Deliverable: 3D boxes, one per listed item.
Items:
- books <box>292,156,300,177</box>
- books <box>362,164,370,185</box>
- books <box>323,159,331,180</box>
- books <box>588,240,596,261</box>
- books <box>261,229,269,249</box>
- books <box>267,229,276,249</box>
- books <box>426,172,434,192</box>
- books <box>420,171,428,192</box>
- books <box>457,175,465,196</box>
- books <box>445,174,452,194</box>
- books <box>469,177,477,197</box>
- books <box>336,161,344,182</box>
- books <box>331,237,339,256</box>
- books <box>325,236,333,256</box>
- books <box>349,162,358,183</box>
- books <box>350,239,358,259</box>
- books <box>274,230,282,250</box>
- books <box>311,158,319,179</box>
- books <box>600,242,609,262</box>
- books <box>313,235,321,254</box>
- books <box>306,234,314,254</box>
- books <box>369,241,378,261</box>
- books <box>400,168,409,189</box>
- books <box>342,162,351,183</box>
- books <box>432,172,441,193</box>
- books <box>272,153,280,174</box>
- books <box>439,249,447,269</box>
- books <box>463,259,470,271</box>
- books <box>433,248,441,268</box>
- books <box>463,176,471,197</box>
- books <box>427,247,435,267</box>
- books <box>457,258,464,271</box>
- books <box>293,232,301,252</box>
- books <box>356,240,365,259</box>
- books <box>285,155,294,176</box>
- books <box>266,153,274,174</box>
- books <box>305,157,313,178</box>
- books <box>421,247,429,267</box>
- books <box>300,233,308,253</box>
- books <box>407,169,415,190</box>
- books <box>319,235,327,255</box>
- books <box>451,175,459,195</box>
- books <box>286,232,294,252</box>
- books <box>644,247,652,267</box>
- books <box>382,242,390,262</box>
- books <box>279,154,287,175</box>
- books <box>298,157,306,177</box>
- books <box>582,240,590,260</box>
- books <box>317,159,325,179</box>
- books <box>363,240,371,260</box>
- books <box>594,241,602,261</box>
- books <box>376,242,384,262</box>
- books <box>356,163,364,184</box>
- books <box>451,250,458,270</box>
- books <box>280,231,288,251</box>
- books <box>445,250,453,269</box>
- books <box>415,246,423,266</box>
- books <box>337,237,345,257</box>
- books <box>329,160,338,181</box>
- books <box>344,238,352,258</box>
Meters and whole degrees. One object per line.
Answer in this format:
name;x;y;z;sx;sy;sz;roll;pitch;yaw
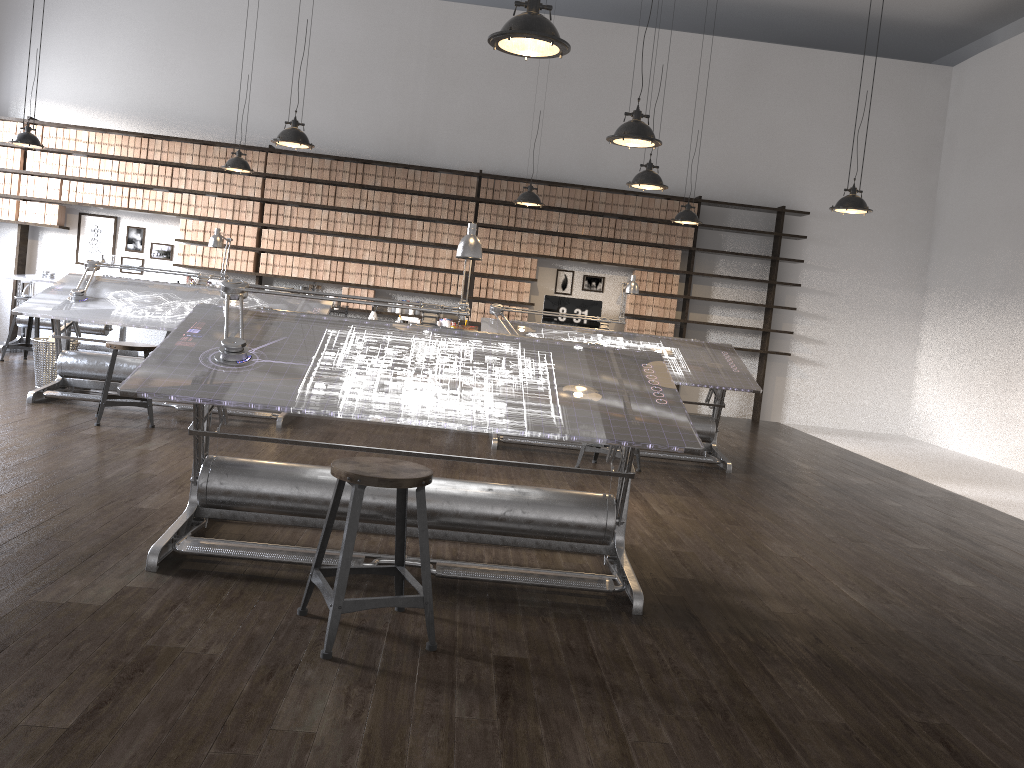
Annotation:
books;-2.372;-2.392;9.783;0.066;0.225;0.175;6;4;-4
books;-1.607;-2.312;9.828;0.066;0.225;0.175;6;4;-4
books;-2.032;-2.356;9.796;0.067;0.225;0.175;6;4;-4
books;0.894;-1.504;10.005;0.066;0.225;0.175;6;4;-4
books;-2.717;-1.596;9.798;0.066;0.225;0.175;6;4;-4
books;-2.645;-1.589;9.799;0.066;0.225;0.175;6;4;-4
books;-0.912;-2.239;9.869;0.066;0.225;0.175;6;4;-4
books;-0.981;-2.247;9.866;0.066;0.225;0.175;6;4;-4
books;-0.574;-2.204;9.890;0.066;0.225;0.175;6;4;-4
books;-0.708;-2.218;9.880;0.066;0.225;0.175;6;4;-4
books;-0.434;-2.189;9.894;0.066;0.225;0.175;6;4;-4
books;-1.895;-2.342;9.810;0.066;0.225;0.175;6;4;-4
books;-1.953;-1.517;9.846;0.066;0.225;0.175;6;4;-4
books;-2.020;-1.523;9.837;0.067;0.225;0.175;6;4;-4
books;-1.755;-2.328;9.819;0.066;0.225;0.175;6;4;-4
books;-1.749;-1.496;9.858;0.066;0.225;0.175;6;4;-4
books;-2.574;-1.581;9.803;0.067;0.225;0.175;6;4;-4
books;-2.161;-2.370;9.792;0.066;0.225;0.175;6;4;-4
books;1.038;-1.489;10.011;0.066;0.225;0.175;6;4;-4
books;-2.157;-1.538;9.835;0.066;0.225;0.175;6;4;-4
books;-2.227;-1.545;9.826;0.066;0.225;0.175;6;4;-4
books;-1.539;-1.473;9.865;0.066;0.225;0.175;6;4;-4
books;-1.194;-2.268;9.846;0.067;0.225;0.175;6;4;-4
books;-1.825;-2.334;9.810;0.066;0.225;0.175;6;4;-4
books;-0.842;-2.232;9.869;0.067;0.225;0.175;6;4;-4
books;-2.585;-2.414;9.763;0.067;0.225;0.175;6;4;-4
books;-0.774;-1.394;9.915;0.066;0.225;0.175;6;4;-4
books;-0.504;-1.365;9.928;0.067;0.225;0.175;6;4;-4
books;-0.837;-1.400;9.913;0.066;0.225;0.175;6;4;-4
books;-0.504;-2.197;9.894;0.066;0.225;0.175;6;4;-4
books;-0.903;-1.407;9.904;0.067;0.225;0.175;6;4;-4
books;-0.569;-1.373;9.931;0.066;0.225;0.175;6;4;-4
books;-2.372;-1.560;9.817;0.067;0.225;0.175;6;4;-4
books;-1.680;-1.489;9.864;0.066;0.225;0.175;6;4;-4
books;-2.441;-2.399;9.775;0.066;0.225;0.175;6;4;-4
books;-2.648;-2.421;9.763;0.066;0.225;0.175;6;4;-4
books;-2.233;-2.377;9.785;0.067;0.225;0.175;6;4;-4
books;-0.970;-1.414;9.906;0.066;0.225;0.175;6;4;-4
books;-2.298;-1.553;9.827;0.066;0.225;0.175;6;4;-4
books;-1.122;-2.261;9.851;0.066;0.225;0.175;6;4;-4
books;-2.087;-1.531;9.839;0.066;0.225;0.175;6;4;-4
books;-0.641;-2.211;9.880;0.067;0.225;0.175;6;4;-4
books;-2.446;-1.568;9.818;0.066;0.225;0.175;6;4;-4
books;1.525;-1.438;10.039;0.066;0.225;0.175;6;4;-4
books;-1.404;-1.460;9.878;0.066;0.225;0.175;6;4;-4
books;-2.513;-2.406;9.767;0.066;0.225;0.175;6;4;-4
books;-2.303;-2.385;9.785;0.066;0.225;0.175;6;4;-4
books;0.825;-1.511;9.997;0.066;0.225;0.175;6;4;-4
books;-2.099;-2.363;9.797;0.066;0.225;0.175;6;4;-4
books;-1.611;-1.481;9.865;0.066;0.225;0.175;6;4;-4
books;0.964;-1.496;10.007;0.066;0.225;0.175;6;4;-4
books;-1.467;-1.465;9.870;0.067;0.225;0.175;6;4;-4
books;-1.680;-2.319;9.818;0.067;0.225;0.175;6;4;-4
books;-0.639;-1.380;9.925;0.066;0.225;0.175;6;4;-4
books;-2.511;-1.575;9.811;0.066;0.225;0.175;6;4;-4
books;-0.708;-1.387;9.917;0.067;0.225;0.175;6;4;-4
books;-1.040;-1.422;9.902;0.066;0.225;0.175;6;4;-4
books;-1.891;-1.510;9.848;0.066;0.225;0.175;6;4;-4
books;-1.966;-2.350;9.806;0.066;0.225;0.175;6;4;-4
books;-1.819;-1.503;9.850;0.067;0.225;0.175;6;4;-4
